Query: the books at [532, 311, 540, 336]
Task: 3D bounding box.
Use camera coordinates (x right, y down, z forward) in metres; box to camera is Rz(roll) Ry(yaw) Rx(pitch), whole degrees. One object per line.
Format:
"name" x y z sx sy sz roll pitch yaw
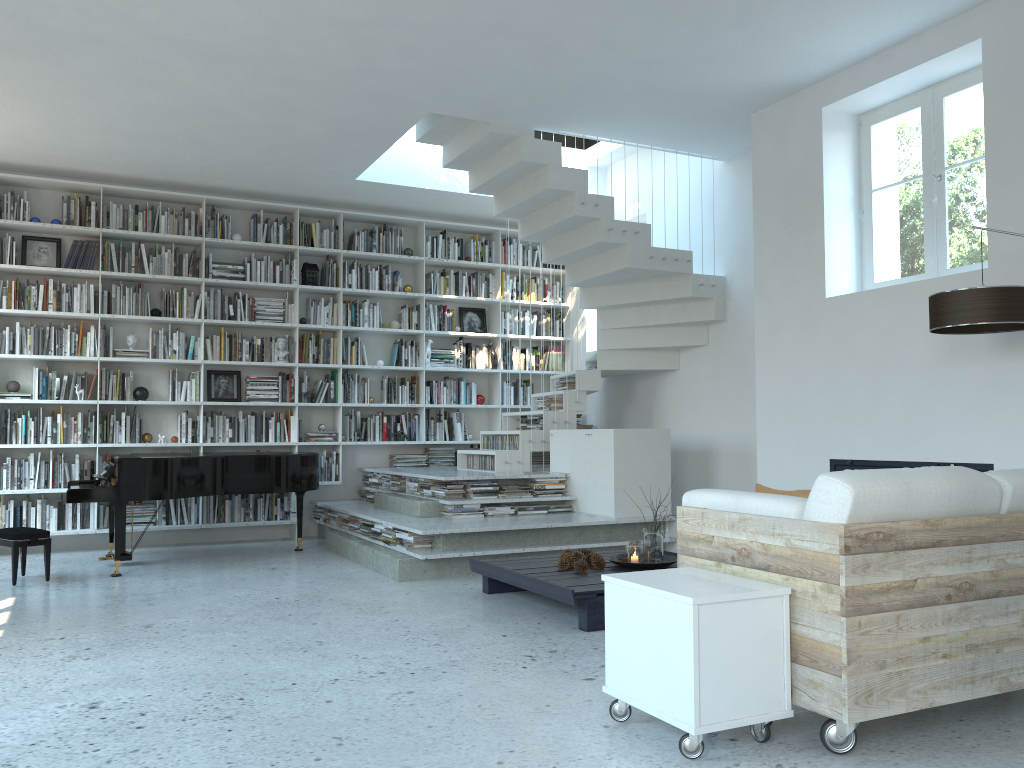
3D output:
"books" 0.259 -0.639 9.635 0.024 0.291 0.132 1 -3 -26

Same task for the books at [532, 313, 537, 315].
"books" 0.242 -0.630 9.631 0.010 0.273 0.130 1 -3 -26

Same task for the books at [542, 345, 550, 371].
"books" 0.346 -0.269 9.637 0.072 0.291 0.169 1 -3 -26

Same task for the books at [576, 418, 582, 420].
"books" 0.592 0.365 9.250 0.235 0.014 0.155 1 -4 -25

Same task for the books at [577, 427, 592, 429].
"books" 0.677 0.456 9.063 0.234 0.025 0.157 2 -4 -30

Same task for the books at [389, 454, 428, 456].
"books" -1.043 0.712 8.919 0.345 0.007 0.193 1 -4 -24

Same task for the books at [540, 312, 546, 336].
"books" 0.331 -0.634 9.650 0.012 0.283 0.151 1 -3 -26

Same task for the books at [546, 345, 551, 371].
"books" 0.380 -0.270 9.654 0.033 0.294 0.169 1 -3 -26

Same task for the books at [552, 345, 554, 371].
"books" 0.408 -0.271 9.652 0.018 0.293 0.169 1 -3 -26

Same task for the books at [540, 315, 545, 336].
"books" 0.310 -0.618 9.649 0.025 0.252 0.160 1 -3 -26

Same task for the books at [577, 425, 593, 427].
"books" 0.675 0.431 9.069 0.267 0.026 0.161 1 -3 -21

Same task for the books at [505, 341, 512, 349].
"books" -0.039 -0.293 9.463 0.012 0.322 0.141 1 -3 -26

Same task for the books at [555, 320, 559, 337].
"books" 0.458 -0.587 9.702 0.029 0.195 0.192 1 -3 -26

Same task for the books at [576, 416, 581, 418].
"books" 0.587 0.346 9.261 0.232 0.025 0.123 2 -4 -29

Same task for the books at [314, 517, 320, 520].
"books" -1.758 1.270 8.402 0.171 0.016 0.241 1 -4 -26

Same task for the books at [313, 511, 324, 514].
"books" -1.767 1.212 8.400 0.188 0.009 0.211 1 -4 -27

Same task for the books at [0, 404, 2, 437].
"books" -4.271 0.329 7.292 0.106 0.340 0.307 1 -3 -26

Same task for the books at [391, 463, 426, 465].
"books" -1.045 0.801 8.908 0.308 0.008 0.195 1 -4 -22

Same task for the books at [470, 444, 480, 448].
"books" -0.291 0.649 9.250 0.204 0.035 0.267 1 -4 -25

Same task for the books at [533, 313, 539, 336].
"books" 0.237 -0.624 9.602 0.023 0.258 0.184 1 -3 -26

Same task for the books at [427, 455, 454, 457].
"books" -0.747 0.735 9.069 0.285 0.007 0.159 1 -4 -26

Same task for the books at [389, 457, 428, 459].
"books" -1.039 0.741 8.910 0.346 0.007 0.193 2 -4 -31

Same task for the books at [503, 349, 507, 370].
"books" -0.098 -0.252 9.442 0.066 0.236 0.144 1 -3 -26

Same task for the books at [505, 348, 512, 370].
"books" -0.046 -0.255 9.437 0.022 0.243 0.170 1 -3 -26

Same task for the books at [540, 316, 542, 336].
"books" 0.282 -0.611 9.646 0.028 0.237 0.146 1 -3 -26

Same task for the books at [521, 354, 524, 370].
"books" 0.079 -0.226 9.496 0.023 0.189 0.169 1 -3 -26

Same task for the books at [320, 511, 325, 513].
"books" -1.746 1.202 8.411 0.136 0.013 0.258 1 -4 -28

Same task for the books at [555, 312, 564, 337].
"books" 0.505 -0.635 9.732 0.042 0.292 0.186 1 -3 -26

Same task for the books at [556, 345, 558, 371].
"books" 0.453 -0.269 9.685 0.018 0.293 0.169 1 -3 -26

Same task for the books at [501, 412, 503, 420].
"books" -0.130 0.446 9.298 0.011 0.293 0.144 1 -3 -26

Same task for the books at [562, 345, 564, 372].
"books" 0.521 -0.268 9.711 0.018 0.293 0.169 1 -3 -26

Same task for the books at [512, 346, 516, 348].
"books" 0.003 -0.265 9.474 0.022 0.265 0.157 1 -3 -26

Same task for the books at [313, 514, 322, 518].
"books" -1.767 1.248 8.398 0.179 0.012 0.261 1 -4 -23

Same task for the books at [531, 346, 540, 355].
"books" 0.254 -0.265 9.602 0.026 0.277 0.170 1 -3 -26

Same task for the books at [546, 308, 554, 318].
"books" 0.416 -0.654 9.712 0.013 0.330 0.140 1 -3 -26

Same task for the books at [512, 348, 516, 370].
"books" -0.013 -0.256 9.452 0.026 0.245 0.181 1 -3 -26

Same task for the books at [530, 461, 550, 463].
"books" 0.298 0.840 9.575 0.327 0.008 0.207 1 -4 -23

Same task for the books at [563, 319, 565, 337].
"books" 0.532 -0.597 9.746 0.021 0.219 0.184 1 -3 -26

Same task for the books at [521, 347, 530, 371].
"books" 0.141 -0.258 9.545 0.029 0.259 0.171 1 -3 -26

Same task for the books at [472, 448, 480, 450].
"books" -0.277 0.678 9.255 0.159 0.012 0.285 2 -4 -30

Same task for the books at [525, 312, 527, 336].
"books" 0.116 -0.629 9.537 0.022 0.262 0.172 1 -3 -26

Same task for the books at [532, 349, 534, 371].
"books" 0.192 -0.251 9.582 0.025 0.248 0.134 1 -3 -26

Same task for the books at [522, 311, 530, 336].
"books" 0.137 -0.639 9.554 0.030 0.283 0.166 1 -3 -26

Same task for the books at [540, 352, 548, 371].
"books" 0.311 -0.230 9.616 0.088 0.217 0.167 1 -3 -26

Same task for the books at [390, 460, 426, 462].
"books" -1.048 0.772 8.920 0.308 0.008 0.195 1 -4 -26

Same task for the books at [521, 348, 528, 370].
"books" 0.123 -0.253 9.524 0.022 0.247 0.181 1 -3 -26

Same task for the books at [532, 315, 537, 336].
"books" 0.210 -0.618 9.582 0.045 0.245 0.177 1 -3 -26

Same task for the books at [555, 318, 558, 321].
"books" 0.466 -0.603 9.745 0.024 0.230 0.131 1 -3 -26

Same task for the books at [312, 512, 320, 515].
"books" -1.769 1.222 8.399 0.177 0.012 0.278 2 -4 -30

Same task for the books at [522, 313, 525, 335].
"books" 0.094 -0.628 9.529 0.024 0.259 0.156 1 -3 -26

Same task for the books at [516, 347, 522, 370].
"books" 0.044 -0.263 9.480 0.056 0.261 0.176 1 -3 -26

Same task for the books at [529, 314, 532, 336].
"books" 0.175 -0.622 9.588 0.012 0.254 0.161 1 -3 -26

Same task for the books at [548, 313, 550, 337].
"books" 0.364 -0.626 9.659 0.028 0.268 0.173 1 -3 -26

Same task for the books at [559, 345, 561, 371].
"books" 0.486 -0.268 9.700 0.018 0.293 0.169 1 -3 -26

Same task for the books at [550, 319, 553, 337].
"books" 0.388 -0.597 9.668 0.025 0.211 0.188 1 -3 -26

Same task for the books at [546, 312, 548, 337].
"books" 0.344 -0.631 9.652 0.013 0.277 0.188 1 -3 -26

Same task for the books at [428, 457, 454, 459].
"books" -0.741 0.755 9.058 0.285 0.007 0.159 2 -4 -31

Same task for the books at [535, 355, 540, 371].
"books" 0.244 -0.218 9.564 0.024 0.181 0.191 1 -3 -26

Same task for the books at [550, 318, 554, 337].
"books" 0.407 -0.600 9.687 0.025 0.220 0.177 1 -3 -26
